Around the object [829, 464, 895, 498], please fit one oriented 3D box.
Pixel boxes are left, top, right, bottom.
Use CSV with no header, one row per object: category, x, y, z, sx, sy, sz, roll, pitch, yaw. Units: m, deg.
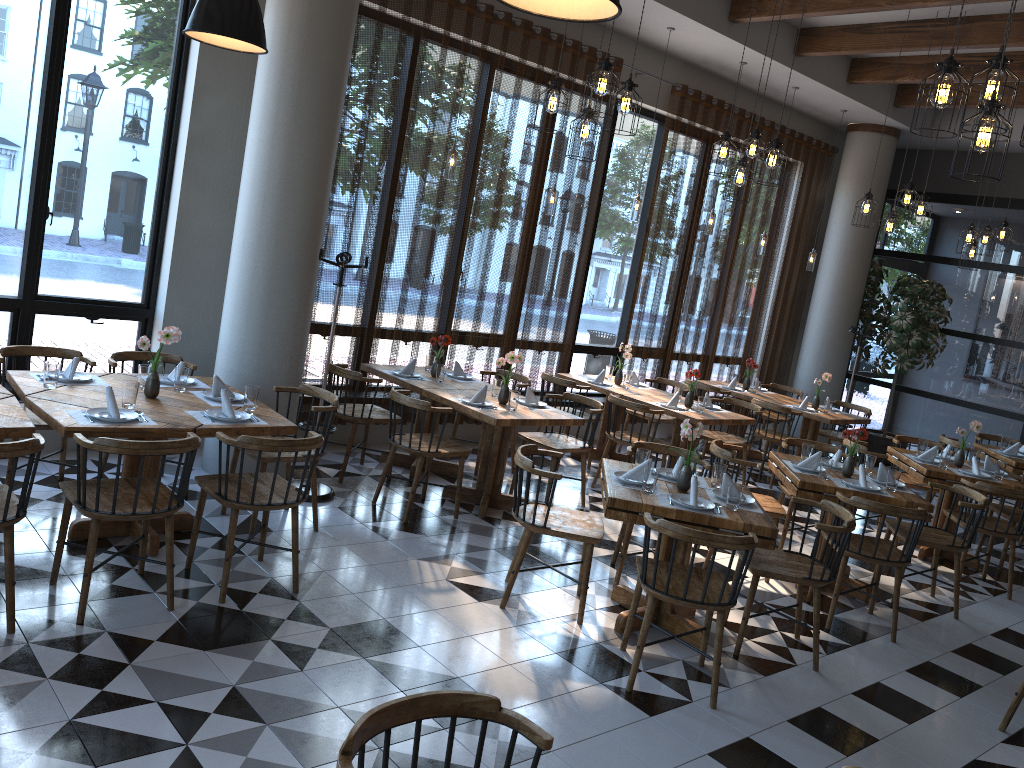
object,2.258,0.598,5.710,0.352,0.136,0.274,11,8,3

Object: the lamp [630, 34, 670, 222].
lamp,1.309,-2.478,8.154,0.078,1.955,0.078,6,8,-35

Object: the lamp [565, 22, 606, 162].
lamp,0.579,-2.324,5.068,0.176,2.061,0.175,14,8,33

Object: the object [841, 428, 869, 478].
object,2.274,0.454,5.931,0.156,0.353,0.171,12,7,13

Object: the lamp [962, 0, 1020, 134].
lamp,2.092,-2.038,3.479,0.175,2.061,0.176,7,7,-24

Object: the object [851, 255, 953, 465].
object,4.631,-0.338,11.304,1.642,2.580,1.380,15,8,31

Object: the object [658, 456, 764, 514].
object,1.055,0.512,4.892,0.582,0.136,0.580,11,9,2

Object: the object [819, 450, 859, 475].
object,2.288,0.519,6.244,0.352,0.136,0.274,11,8,3

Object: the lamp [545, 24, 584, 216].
lamp,0.493,-2.396,7.451,0.078,1.955,0.078,10,7,-2

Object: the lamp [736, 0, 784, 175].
lamp,1.856,-2.505,6.165,0.175,2.061,0.176,7,7,-23

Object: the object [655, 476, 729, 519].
object,0.924,0.548,4.515,0.352,0.136,0.274,11,8,3

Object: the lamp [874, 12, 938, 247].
lamp,3.435,-2.215,7.601,0.176,2.061,0.175,16,9,42

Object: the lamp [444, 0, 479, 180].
lamp,-0.313,-2.530,6.699,0.078,1.955,0.078,13,7,23

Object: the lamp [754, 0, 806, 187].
lamp,1.889,-2.340,5.805,0.176,2.061,0.175,14,8,33

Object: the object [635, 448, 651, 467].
object,0.735,0.438,5.016,0.080,0.131,0.080,13,8,22

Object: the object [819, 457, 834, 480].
object,2.043,0.552,5.772,0.080,0.131,0.080,6,8,-27

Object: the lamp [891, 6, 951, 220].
lamp,3.474,-2.403,7.345,0.176,2.061,0.175,16,9,42

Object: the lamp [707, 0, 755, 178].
lamp,1.643,-2.482,6.142,0.175,2.061,0.176,6,8,-34

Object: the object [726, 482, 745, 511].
object,1.145,0.582,4.568,0.080,0.131,0.080,12,7,13

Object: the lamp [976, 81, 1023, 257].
lamp,4.999,-2.330,8.973,0.175,2.061,0.176,5,9,-41

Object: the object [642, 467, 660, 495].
object,0.712,0.503,4.577,0.080,0.131,0.080,13,8,22

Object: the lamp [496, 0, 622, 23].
lamp,0.282,-1.993,2.416,0.392,1.856,0.390,15,8,35

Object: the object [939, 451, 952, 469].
object,3.424,0.603,7.012,0.080,0.131,0.080,6,8,-27

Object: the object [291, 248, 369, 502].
object,-1.247,-0.062,5.939,0.376,1.650,0.375,14,8,30

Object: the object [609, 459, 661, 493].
object,0.676,0.460,4.792,0.272,0.136,0.353,11,9,3

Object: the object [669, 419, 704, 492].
object,0.933,0.377,4.756,0.146,0.398,0.208,7,8,-23

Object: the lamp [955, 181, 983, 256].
lamp,4.678,-2.296,8.678,0.176,2.061,0.175,13,7,27

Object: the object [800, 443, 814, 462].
object,2.066,0.487,6.211,0.080,0.131,0.080,5,9,-37

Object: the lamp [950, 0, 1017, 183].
lamp,1.960,-1.797,3.292,0.175,2.061,0.176,7,7,-24

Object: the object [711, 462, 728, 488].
object,1.162,0.517,4.996,0.080,0.131,0.080,12,7,13

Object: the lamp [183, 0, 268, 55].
lamp,-1.194,-2.523,4.097,0.392,1.856,0.391,13,7,25

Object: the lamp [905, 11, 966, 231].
lamp,3.639,-2.334,7.463,0.176,2.061,0.175,14,8,31

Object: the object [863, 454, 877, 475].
object,2.493,0.566,6.191,0.080,0.131,0.080,5,9,-37

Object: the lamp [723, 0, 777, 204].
lamp,1.720,-2.265,5.980,0.175,2.061,0.176,7,7,-23

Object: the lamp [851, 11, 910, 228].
lamp,3.257,-2.391,7.670,0.175,2.061,0.175,11,7,9

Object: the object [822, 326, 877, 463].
object,4.074,0.133,10.719,0.374,1.650,0.377,8,7,-20

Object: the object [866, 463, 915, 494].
object,2.535,0.607,5.967,0.272,0.136,0.353,11,9,3

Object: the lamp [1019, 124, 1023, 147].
lamp,2.132,-1.872,3.120,0.176,2.061,0.175,14,8,32

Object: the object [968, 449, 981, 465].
object,3.874,0.617,7.431,0.080,0.131,0.080,6,8,-27

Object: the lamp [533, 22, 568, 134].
lamp,0.391,-2.498,5.105,0.175,2.061,0.176,10,7,0

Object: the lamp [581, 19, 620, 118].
lamp,0.652,-2.507,4.815,0.176,2.061,0.175,14,8,33

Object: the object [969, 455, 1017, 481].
object,3.918,0.657,7.212,0.272,0.136,0.353,11,9,3

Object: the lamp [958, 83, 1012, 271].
lamp,4.799,-2.170,8.860,0.174,2.061,0.176,6,8,-30

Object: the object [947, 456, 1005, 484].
object,3.641,0.648,6.955,0.352,0.136,0.274,11,8,3

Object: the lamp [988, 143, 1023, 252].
lamp,5.056,-2.345,8.766,0.174,2.061,0.176,6,8,-30

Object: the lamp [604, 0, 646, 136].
lamp,0.800,-2.445,4.958,0.175,2.061,0.175,13,7,22

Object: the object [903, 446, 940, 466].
object,3.394,0.560,7.232,0.272,0.136,0.353,11,9,3

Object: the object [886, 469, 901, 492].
object,2.476,0.631,5.763,0.080,0.131,0.080,5,9,-37

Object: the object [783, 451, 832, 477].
object,2.011,0.510,5.987,0.272,0.136,0.353,11,9,3

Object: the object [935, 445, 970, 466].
object,3.670,0.569,7.489,0.352,0.136,0.274,11,8,3

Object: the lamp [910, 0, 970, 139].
lamp,1.879,-2.014,3.452,0.175,2.061,0.176,6,8,-35
